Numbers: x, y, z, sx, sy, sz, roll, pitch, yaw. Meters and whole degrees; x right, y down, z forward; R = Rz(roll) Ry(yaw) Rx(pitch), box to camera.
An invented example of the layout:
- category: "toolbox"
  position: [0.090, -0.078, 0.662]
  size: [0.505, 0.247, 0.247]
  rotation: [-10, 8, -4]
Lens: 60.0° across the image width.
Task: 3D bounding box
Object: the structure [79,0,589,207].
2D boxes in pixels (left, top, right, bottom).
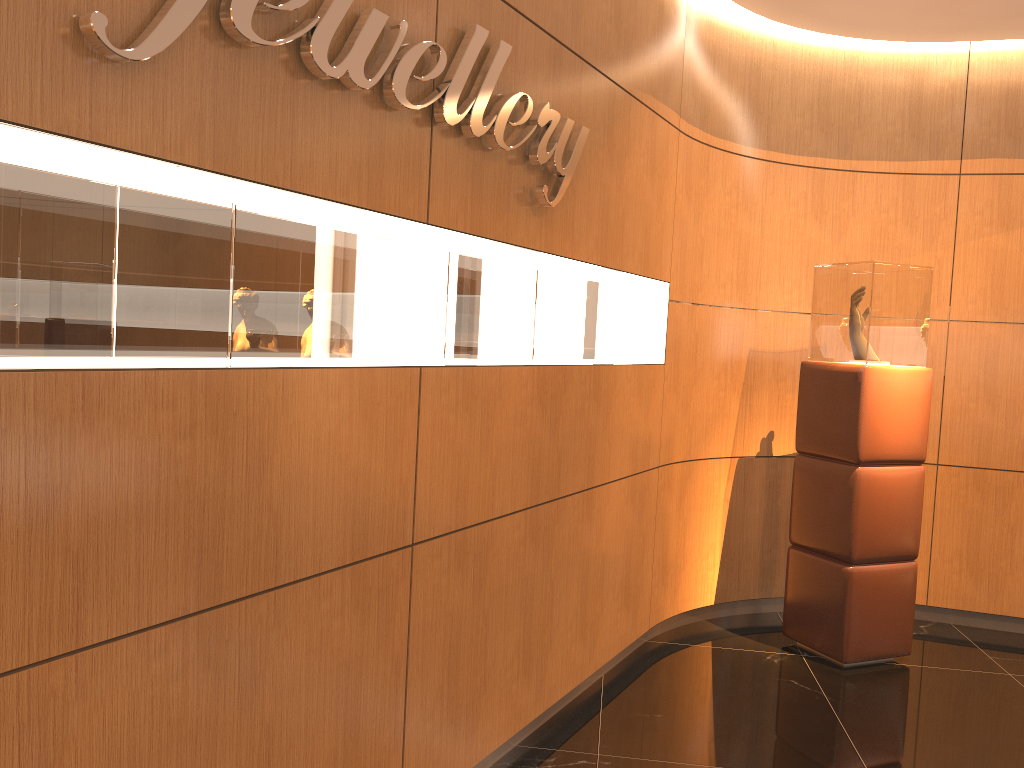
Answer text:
- category: "structure"
  position: [-0.225, -0.818, 2.399]
  size: [0.034, 0.442, 2.050]
  rotation: [5, 3, 29]

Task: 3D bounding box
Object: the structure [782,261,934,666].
- category: "structure"
  position: [1.784, 0.395, 4.573]
  size: [0.498, 2.000, 0.484]
  rotation: [2, 3, -25]
